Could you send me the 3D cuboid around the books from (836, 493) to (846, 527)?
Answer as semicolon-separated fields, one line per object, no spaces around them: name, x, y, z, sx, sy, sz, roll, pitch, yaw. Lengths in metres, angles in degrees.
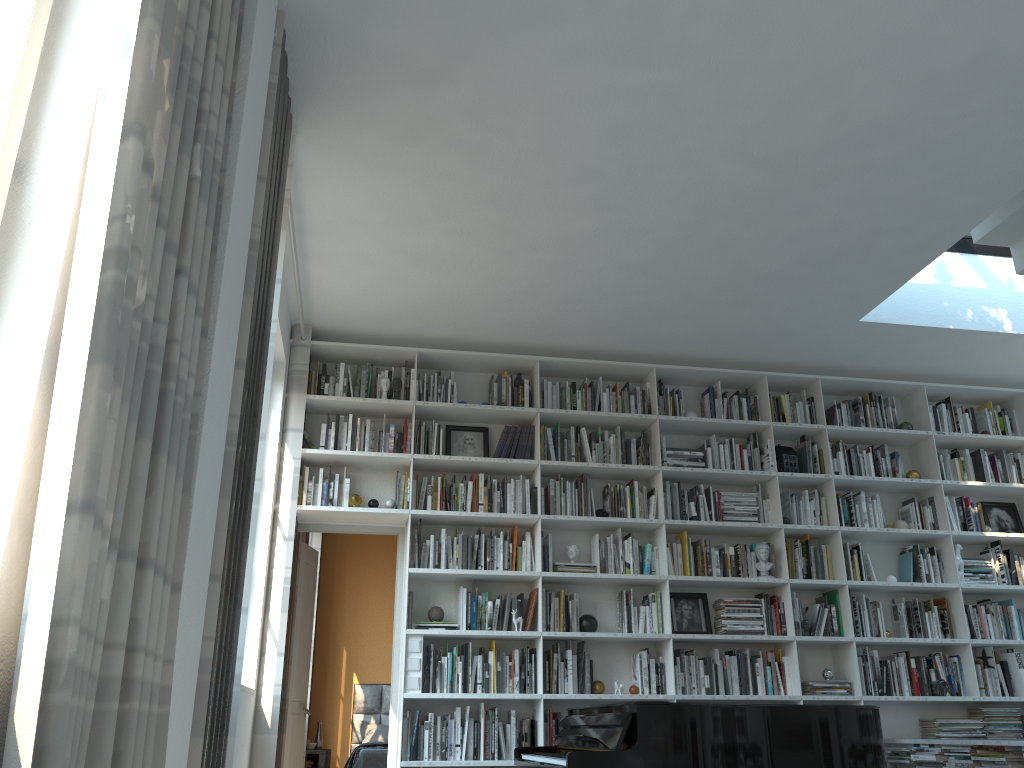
books;2.340;0.937;6.366;0.014;0.282;0.136;3;-21;-9

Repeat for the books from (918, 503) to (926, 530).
books;2.940;0.995;6.440;0.016;0.227;0.161;3;-21;-9

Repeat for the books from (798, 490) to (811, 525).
books;2.053;0.906;6.275;0.028;0.274;0.187;3;-21;-9

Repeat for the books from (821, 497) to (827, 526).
books;2.174;0.937;6.292;0.028;0.229;0.177;3;-21;-9

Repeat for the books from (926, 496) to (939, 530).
books;3.031;0.970;6.444;0.005;0.276;0.183;3;-21;-9

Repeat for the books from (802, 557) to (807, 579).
books;2.003;1.305;6.160;0.030;0.180;0.132;3;-21;-9

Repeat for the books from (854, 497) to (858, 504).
books;2.454;0.950;6.364;0.011;0.256;0.132;3;-21;-9

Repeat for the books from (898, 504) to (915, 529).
books;2.865;0.995;6.431;0.015;0.219;0.140;3;-21;-9

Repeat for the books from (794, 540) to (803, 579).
books;1.963;1.240;6.149;0.019;0.293;0.164;3;-21;-9

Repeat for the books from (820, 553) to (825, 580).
books;2.106;1.288;6.149;0.034;0.203;0.182;3;-21;-9

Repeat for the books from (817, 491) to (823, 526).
books;2.155;0.920;6.313;0.025;0.276;0.173;3;-21;-9

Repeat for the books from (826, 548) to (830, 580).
books;2.168;1.283;6.194;0.019;0.246;0.149;3;-21;-9

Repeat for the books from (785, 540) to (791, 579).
books;1.889;1.237;6.138;0.035;0.292;0.145;3;-21;-9

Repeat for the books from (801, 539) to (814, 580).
books;2.029;1.240;6.147;0.019;0.292;0.183;3;-21;-9

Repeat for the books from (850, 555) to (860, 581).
books;2.354;1.305;6.177;0.017;0.191;0.192;3;-21;-9

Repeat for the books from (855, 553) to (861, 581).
books;2.384;1.305;6.203;0.007;0.211;0.159;3;-21;-9

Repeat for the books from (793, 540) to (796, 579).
books;1.925;1.243;6.154;0.035;0.292;0.145;3;-21;-9

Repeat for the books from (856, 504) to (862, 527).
books;2.437;0.976;6.345;0.025;0.193;0.171;3;-21;-9

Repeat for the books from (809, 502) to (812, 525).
books;2.067;0.949;6.274;0.024;0.194;0.173;3;-21;-9

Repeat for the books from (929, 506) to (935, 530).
books;2.997;1.003;6.428;0.013;0.203;0.174;3;-21;-9

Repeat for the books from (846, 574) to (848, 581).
books;2.265;1.262;6.196;0.035;0.286;0.192;3;-21;-9

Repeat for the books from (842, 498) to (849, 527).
books;2.357;0.952;6.342;0.013;0.235;0.158;3;-21;-9

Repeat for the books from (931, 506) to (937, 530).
books;3.021;1.005;6.436;0.012;0.205;0.170;3;-21;-9

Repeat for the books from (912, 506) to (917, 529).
books;2.876;1.002;6.426;0.005;0.204;0.154;3;-21;-9

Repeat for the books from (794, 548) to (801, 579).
books;1.946;1.269;6.138;0.015;0.231;0.180;3;-21;-9

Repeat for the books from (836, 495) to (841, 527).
books;2.294;0.932;6.346;0.014;0.277;0.154;3;-21;-9

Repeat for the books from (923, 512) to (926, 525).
books;2.953;1.007;6.443;0.012;0.205;0.138;3;-21;-9

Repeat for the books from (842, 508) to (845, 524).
books;2.326;0.978;6.330;0.021;0.178;0.137;3;-21;-9

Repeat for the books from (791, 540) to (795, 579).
books;1.915;1.237;6.139;0.035;0.292;0.145;3;-21;-9

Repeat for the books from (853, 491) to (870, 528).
books;2.502;0.936;6.380;0.027;0.294;0.160;3;-21;-9

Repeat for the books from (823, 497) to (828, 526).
books;2.190;0.940;6.311;0.026;0.237;0.173;3;-21;-9

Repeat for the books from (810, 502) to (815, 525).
books;2.085;0.950;6.280;0.027;0.196;0.185;3;-21;-9

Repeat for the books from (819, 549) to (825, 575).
books;2.128;1.280;6.177;0.028;0.238;0.146;3;-21;-9

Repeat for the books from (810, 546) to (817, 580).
books;2.056;1.269;6.165;0.033;0.252;0.175;3;-21;-9

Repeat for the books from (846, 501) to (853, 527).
books;2.376;0.964;6.343;0.026;0.215;0.162;3;-21;-9

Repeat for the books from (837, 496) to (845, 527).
books;2.311;0.941;6.328;0.014;0.246;0.177;3;-21;-9

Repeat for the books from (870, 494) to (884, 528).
books;2.600;0.945;6.373;0.024;0.271;0.170;3;-21;-9

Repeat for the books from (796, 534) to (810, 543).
books;2.038;1.227;6.174;0.021;0.336;0.170;3;-21;-9

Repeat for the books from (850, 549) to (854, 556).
books;2.362;1.292;6.212;0.008;0.241;0.169;3;-21;-9

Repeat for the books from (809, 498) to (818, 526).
books;2.123;0.938;6.300;0.024;0.233;0.150;3;-21;-9

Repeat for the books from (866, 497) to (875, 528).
books;2.530;0.956;6.362;0.025;0.244;0.184;3;-21;-9

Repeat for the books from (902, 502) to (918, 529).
books;2.885;0.989;6.431;0.012;0.231;0.154;3;-21;-9

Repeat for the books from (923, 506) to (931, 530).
books;2.968;1.006;6.433;0.013;0.201;0.174;3;-21;-9

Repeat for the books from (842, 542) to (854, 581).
books;2.311;1.263;6.187;0.013;0.278;0.192;3;-21;-9

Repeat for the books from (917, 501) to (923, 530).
books;2.913;0.985;6.436;0.016;0.243;0.152;3;-21;-9

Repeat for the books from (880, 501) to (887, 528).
books;2.634;0.965;6.397;0.034;0.253;0.161;3;-21;-9

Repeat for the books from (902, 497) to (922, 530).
books;2.900;0.969;6.428;0.015;0.266;0.164;3;-21;-9

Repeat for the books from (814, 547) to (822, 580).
books;2.083;1.266;6.144;0.027;0.241;0.189;3;-21;-9

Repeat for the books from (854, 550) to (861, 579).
books;2.394;1.296;6.221;0.017;0.242;0.133;3;-21;-9

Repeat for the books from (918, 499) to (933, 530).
books;2.983;0.978;6.436;0.016;0.256;0.176;3;-21;-9

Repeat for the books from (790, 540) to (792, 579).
books;1.900;1.242;6.150;0.035;0.292;0.145;3;-21;-9

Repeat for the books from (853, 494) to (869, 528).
books;2.479;0.940;6.346;0.030;0.262;0.183;3;-21;-9

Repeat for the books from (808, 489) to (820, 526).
books;2.139;0.912;6.315;0.028;0.292;0.155;3;-21;-9

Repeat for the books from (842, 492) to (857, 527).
books;2.399;0.928;6.340;0.014;0.279;0.178;3;-21;-9

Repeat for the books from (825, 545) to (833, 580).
books;2.188;1.273;6.199;0.033;0.267;0.142;3;-21;-9

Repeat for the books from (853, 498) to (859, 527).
books;2.416;0.951;6.341;0.022;0.236;0.165;3;-21;-9

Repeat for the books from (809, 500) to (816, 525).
books;2.105;0.945;6.286;0.029;0.210;0.158;3;-21;-9

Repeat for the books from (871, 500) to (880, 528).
books;2.576;0.966;6.373;0.021;0.231;0.183;3;-21;-9

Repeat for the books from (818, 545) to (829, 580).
books;2.152;1.268;6.181;0.032;0.265;0.143;3;-21;-9

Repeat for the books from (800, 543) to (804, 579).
books;1.979;1.258;6.171;0.035;0.277;0.139;3;-21;-9
